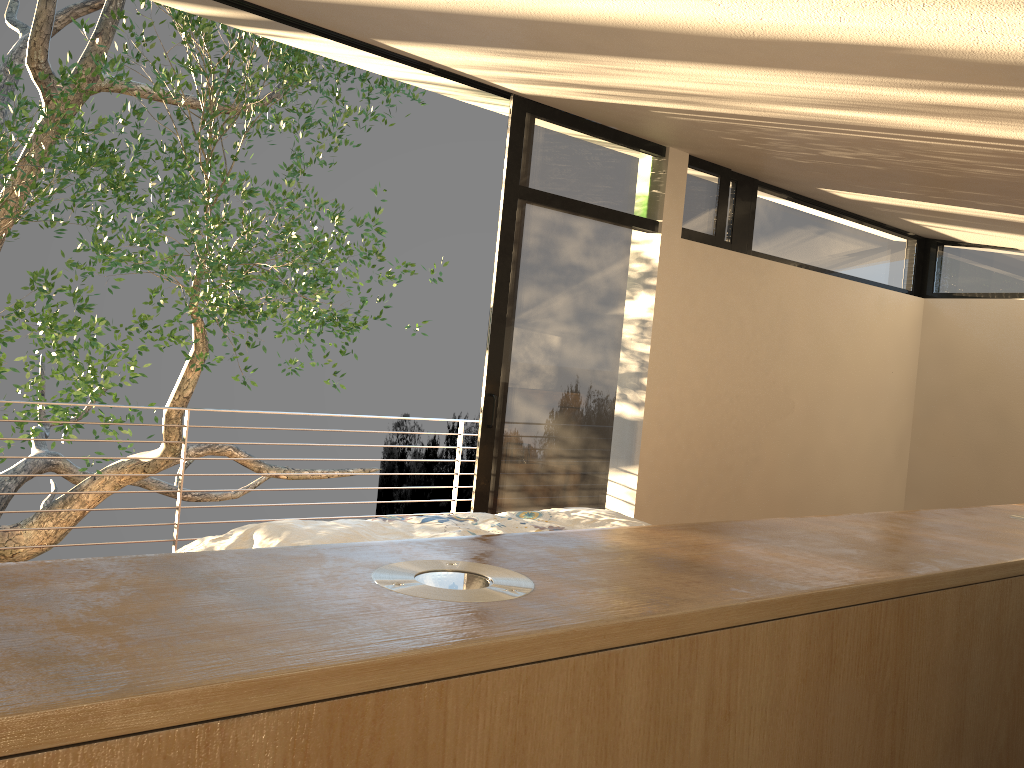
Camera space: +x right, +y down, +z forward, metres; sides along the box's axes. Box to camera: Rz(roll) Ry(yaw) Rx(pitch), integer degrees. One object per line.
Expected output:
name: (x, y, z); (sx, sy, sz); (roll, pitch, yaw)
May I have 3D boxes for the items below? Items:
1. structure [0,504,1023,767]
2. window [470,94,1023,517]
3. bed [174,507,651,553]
structure: (1.077, 0.745, 1.713); (5.991, 0.974, 0.298); (4, 1, -39)
window: (1.119, -0.012, 1.283); (10.668, 2.513, 6.613); (4, 2, -39)
bed: (0.236, 0.774, 2.569); (1.891, 0.712, 2.082); (5, 2, -38)
